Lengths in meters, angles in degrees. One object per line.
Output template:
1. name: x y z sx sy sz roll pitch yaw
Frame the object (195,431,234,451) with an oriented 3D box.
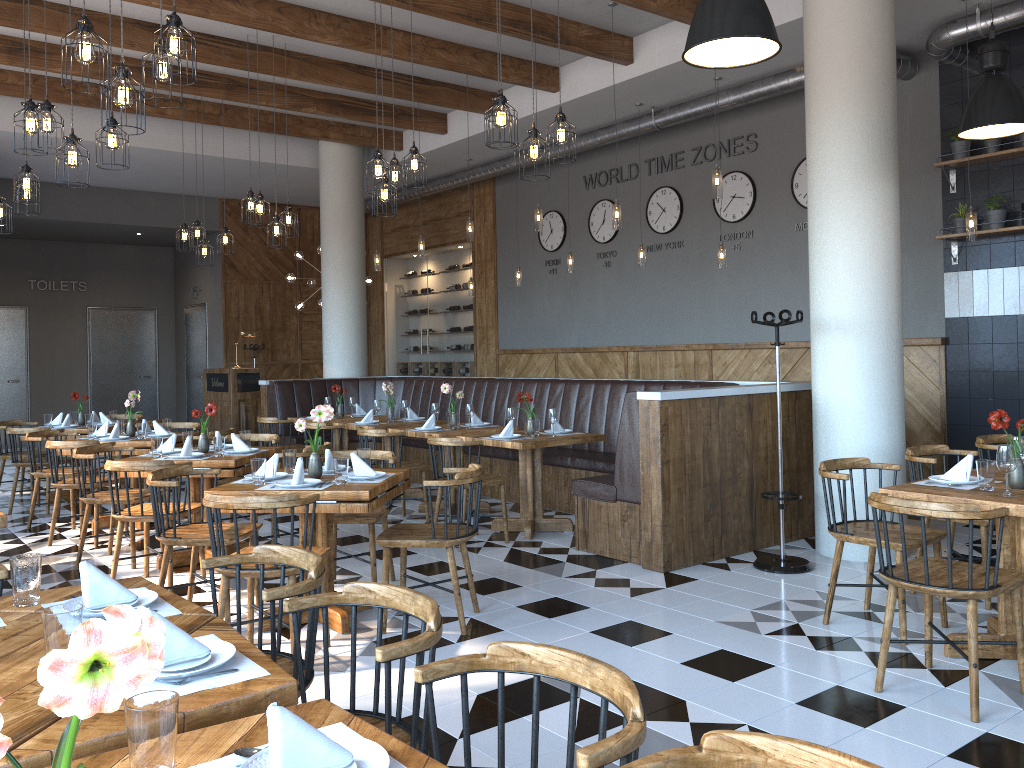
1. object: -2.131 0.406 6.481 0.352 0.137 0.272 -1 2 7

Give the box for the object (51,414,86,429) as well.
1. object: -4.490 0.371 8.911 0.352 0.137 0.272 -1 2 7

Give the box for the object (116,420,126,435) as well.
1. object: -3.497 0.387 7.922 0.080 0.132 0.080 -1 0 -23

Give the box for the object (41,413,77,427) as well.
1. object: -4.726 0.366 9.206 0.272 0.137 0.352 -1 2 7

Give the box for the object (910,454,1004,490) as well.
1. object: 2.099 0.397 4.183 0.352 0.137 0.272 -2 2 -38

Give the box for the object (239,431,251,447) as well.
1. object: -1.930 0.407 6.410 0.080 0.132 0.080 -1 0 -33

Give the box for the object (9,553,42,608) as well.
1. object: -1.317 0.533 2.403 0.080 0.132 0.080 -1 0 37

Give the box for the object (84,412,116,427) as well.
1. object: -4.192 0.357 9.145 0.272 0.137 0.352 -1 2 7

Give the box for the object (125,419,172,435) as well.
1. object: -3.273 0.379 7.953 0.352 0.137 0.272 -1 2 7

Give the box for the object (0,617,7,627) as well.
1. object: -1.486 0.540 2.216 0.352 0.137 0.272 -2 2 -38

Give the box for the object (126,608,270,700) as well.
1. object: -0.714 0.535 1.892 0.272 0.137 0.352 -2 2 -38

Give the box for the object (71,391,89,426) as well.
1. object: -4.494 0.253 9.188 0.171 0.355 0.156 -1 0 9

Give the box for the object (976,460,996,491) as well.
1. object: 2.109 0.407 3.942 0.080 0.132 0.080 -1 0 -8

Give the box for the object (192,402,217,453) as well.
1. object: -2.132 0.307 6.197 0.171 0.355 0.156 -1 0 17

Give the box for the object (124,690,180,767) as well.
1. object: -0.554 0.553 1.367 0.080 0.132 0.080 -1 0 37

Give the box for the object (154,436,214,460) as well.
1. object: -2.193 0.426 5.951 0.352 0.137 0.272 -1 2 7

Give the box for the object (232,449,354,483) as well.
1. object: -1.167 0.440 4.920 0.577 0.137 0.582 -1 2 7

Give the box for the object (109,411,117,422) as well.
1. object: -4.220 0.352 9.369 0.080 0.132 0.080 -1 0 -13

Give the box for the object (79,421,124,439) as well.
1. object: -3.571 0.393 7.718 0.272 0.137 0.352 -1 2 7

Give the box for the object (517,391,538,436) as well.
1. object: 0.114 0.231 7.010 0.171 0.355 0.156 -1 0 -35

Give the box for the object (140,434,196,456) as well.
1. object: -2.429 0.420 6.246 0.272 0.137 0.352 -1 2 7

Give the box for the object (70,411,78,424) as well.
1. object: -4.649 0.360 9.411 0.080 0.132 0.080 -1 0 -13

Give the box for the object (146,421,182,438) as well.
1. object: -3.037 0.384 7.658 0.272 0.137 0.352 -1 2 7

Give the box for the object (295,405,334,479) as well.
1. object: -1.060 0.311 4.768 0.206 0.400 0.146 -1 0 -18

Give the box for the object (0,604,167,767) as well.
1. object: -0.456 0.433 0.892 0.207 0.400 0.146 -1 0 -39

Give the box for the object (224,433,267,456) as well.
1. object: -1.895 0.411 6.186 0.272 0.137 0.352 -1 2 7

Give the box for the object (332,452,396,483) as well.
1. object: -0.800 0.437 4.765 0.272 0.137 0.352 -1 2 7

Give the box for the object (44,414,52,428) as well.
1. object: -4.702 0.376 8.980 0.080 0.132 0.080 -1 0 27

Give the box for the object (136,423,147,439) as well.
1. object: -3.111 0.396 7.442 0.080 0.132 0.080 -1 0 -23

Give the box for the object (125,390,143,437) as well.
1. object: -3.285 0.257 7.693 0.146 0.400 0.206 -1 0 -26

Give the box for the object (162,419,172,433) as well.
1. object: -3.068 0.380 7.880 0.080 0.132 0.080 -1 0 -23

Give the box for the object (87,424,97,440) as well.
1. object: -3.550 0.403 7.491 0.080 0.132 0.080 -1 0 -23

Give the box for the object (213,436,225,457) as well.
1. object: -1.974 0.423 5.972 0.080 0.132 0.080 -1 0 -23

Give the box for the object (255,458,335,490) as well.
1. object: -1.097 0.452 4.531 0.352 0.137 0.272 -1 2 7

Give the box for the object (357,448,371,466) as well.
1. object: -0.834 0.433 4.993 0.080 0.132 0.080 -1 0 17

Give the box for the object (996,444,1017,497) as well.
1. object: 2.123 0.370 3.802 0.081 0.215 0.081 -1 0 16

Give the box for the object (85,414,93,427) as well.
1. object: -4.263 0.368 8.931 0.080 0.132 0.080 -1 0 -23

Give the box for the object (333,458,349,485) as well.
1. object: -0.878 0.449 4.555 0.080 0.132 0.080 -1 0 27

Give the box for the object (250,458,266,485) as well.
1. object: -1.317 0.456 4.604 0.080 0.132 0.080 -1 0 27

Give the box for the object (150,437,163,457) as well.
1. object: -2.413 0.430 6.021 0.080 0.132 0.080 -1 0 -33

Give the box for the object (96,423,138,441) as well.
1. object: -3.335 0.399 7.423 0.352 0.137 0.272 -1 2 7

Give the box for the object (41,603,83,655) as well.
1. object: -0.954 0.543 1.884 0.080 0.132 0.080 -1 0 37

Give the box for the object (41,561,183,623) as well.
1. object: -1.065 0.527 2.346 0.272 0.137 0.352 -2 2 -38

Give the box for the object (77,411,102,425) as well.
1. object: -4.428 0.352 9.440 0.352 0.137 0.272 -1 2 7

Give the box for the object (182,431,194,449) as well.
1. object: -2.360 0.414 6.452 0.080 0.132 0.080 -1 0 -33

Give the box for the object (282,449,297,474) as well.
1. object: -1.264 0.440 5.035 0.080 0.132 0.080 -1 0 17

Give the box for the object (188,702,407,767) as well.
1. object: -0.307 0.545 1.367 0.272 0.137 0.352 -2 2 -38
